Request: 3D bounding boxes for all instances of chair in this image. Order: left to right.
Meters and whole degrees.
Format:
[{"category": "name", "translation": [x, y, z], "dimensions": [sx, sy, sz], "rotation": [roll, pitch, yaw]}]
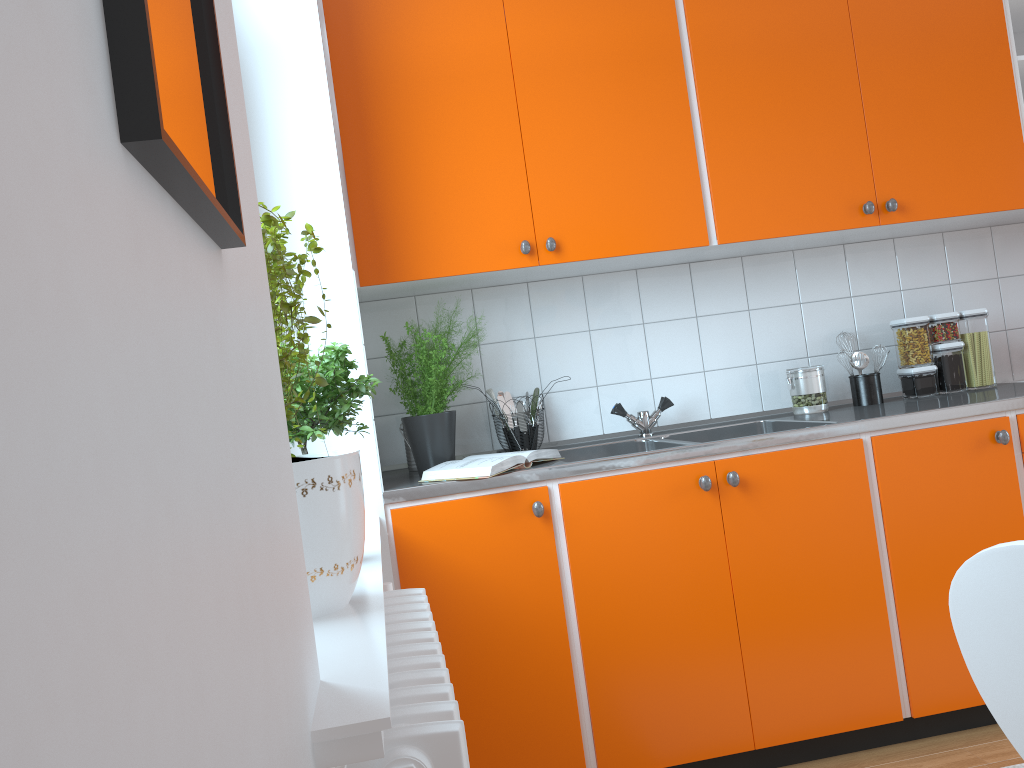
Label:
[{"category": "chair", "translation": [0.841, 0.530, 0.858], "dimensions": [0.640, 0.871, 0.508], "rotation": [-7, -1, -18]}]

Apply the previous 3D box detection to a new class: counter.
[{"category": "counter", "translation": [1.159, 0.111, 2.710], "dimensions": [3.106, 0.132, 0.680], "rotation": [-8, 0, -8]}]

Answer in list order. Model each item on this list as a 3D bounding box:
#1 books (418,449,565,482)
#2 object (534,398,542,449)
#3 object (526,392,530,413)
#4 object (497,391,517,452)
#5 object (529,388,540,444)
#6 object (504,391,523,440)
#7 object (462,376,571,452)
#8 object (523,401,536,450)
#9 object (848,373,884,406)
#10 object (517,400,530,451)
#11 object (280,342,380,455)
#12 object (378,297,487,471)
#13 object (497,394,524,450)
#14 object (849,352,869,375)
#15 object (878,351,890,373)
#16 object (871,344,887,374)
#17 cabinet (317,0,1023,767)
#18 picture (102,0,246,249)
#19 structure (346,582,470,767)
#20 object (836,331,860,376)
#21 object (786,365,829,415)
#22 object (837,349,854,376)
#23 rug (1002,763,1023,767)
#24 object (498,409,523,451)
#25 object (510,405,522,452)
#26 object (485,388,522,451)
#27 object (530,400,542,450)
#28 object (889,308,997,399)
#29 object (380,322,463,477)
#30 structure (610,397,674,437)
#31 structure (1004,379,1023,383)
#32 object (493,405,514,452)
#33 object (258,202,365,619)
[{"category": "books", "translation": [-0.051, 0.209, 2.340], "dimensions": [0.234, 0.040, 0.338], "rotation": [-8, 0, 37]}, {"category": "object", "translation": [0.079, 0.128, 2.807], "dimensions": [0.054, 0.166, 0.021], "rotation": [-7, -1, -31]}, {"category": "object", "translation": [0.055, 0.119, 2.840], "dimensions": [0.017, 0.190, 0.059], "rotation": [-8, -1, 12]}, {"category": "object", "translation": [-0.012, 0.121, 2.841], "dimensions": [0.025, 0.203, 0.055], "rotation": [-7, -1, -26]}, {"category": "object", "translation": [0.064, 0.113, 2.823], "dimensions": [0.074, 0.198, 0.024], "rotation": [-7, -1, -30]}, {"category": "object", "translation": [0.017, 0.119, 2.842], "dimensions": [0.022, 0.198, 0.076], "rotation": [-7, -2, -44]}, {"category": "object", "translation": [0.029, 0.097, 2.795], "dimensions": [0.326, 0.244, 0.175], "rotation": [-7, -1, -31]}, {"category": "object", "translation": [0.055, 0.133, 2.808], "dimensions": [0.020, 0.163, 0.071], "rotation": [-8, -1, -5]}, {"category": "object", "translation": [1.152, 0.021, 2.881], "dimensions": [0.095, 0.105, 0.097], "rotation": [-7, -1, -27]}, {"category": "object", "translation": [0.032, 0.117, 2.820], "dimensions": [0.074, 0.199, 0.135], "rotation": [-7, -1, -28]}, {"category": "object", "translation": [-0.379, 0.122, 1.572], "dimensions": [0.275, 0.407, 0.305], "rotation": [-9, -1, 42]}, {"category": "object", "translation": [-0.223, -0.005, 2.686], "dimensions": [0.324, 0.512, 0.284], "rotation": [-8, -1, -13]}, {"category": "object", "translation": [-0.002, 0.125, 2.826], "dimensions": [0.024, 0.192, 0.089], "rotation": [-7, -2, -42]}, {"category": "object", "translation": [1.117, -0.015, 2.856], "dimensions": [0.052, 0.177, 0.087], "rotation": [-8, -1, 1]}, {"category": "object", "translation": [1.188, -0.022, 2.870], "dimensions": [0.034, 0.164, 0.118], "rotation": [-7, -1, -28]}, {"category": "object", "translation": [1.171, -0.060, 2.838], "dimensions": [0.044, 0.131, 0.076], "rotation": [-7, -1, -16]}, {"category": "cabinet", "translation": [1.115, -0.242, 2.701], "dimensions": [3.107, 2.349, 0.704], "rotation": [-8, -1, -8]}, {"category": "picture", "translation": [-0.194, -0.256, 0.490], "dimensions": [0.017, 0.322, 0.246], "rotation": [-8, -1, -9]}, {"category": "structure", "translation": [-0.231, 0.714, 1.706], "dimensions": [0.205, 0.660, 1.661], "rotation": [-8, -1, -9]}, {"category": "object", "translation": [1.154, -0.058, 2.943], "dimensions": [0.063, 0.251, 0.185], "rotation": [-8, -1, -7]}, {"category": "object", "translation": [0.956, 0.019, 2.864], "dimensions": [0.118, 0.150, 0.116], "rotation": [-8, -1, 26]}, {"category": "object", "translation": [1.105, -0.021, 2.882], "dimensions": [0.045, 0.190, 0.106], "rotation": [-9, -2, 44]}, {"category": "rug", "translation": [1.337, 0.903, 1.819], "dimensions": [1.673, 0.009, 0.679], "rotation": [-8, 0, -8]}, {"category": "object", "translation": [-0.005, 0.149, 2.796], "dimensions": [0.019, 0.146, 0.110], "rotation": [-7, -1, -28]}, {"category": "object", "translation": [0.015, 0.142, 2.813], "dimensions": [0.020, 0.153, 0.085], "rotation": [-8, -1, -2]}, {"category": "object", "translation": [-0.022, 0.116, 2.741], "dimensions": [0.098, 0.218, 0.018], "rotation": [-8, -1, -8]}, {"category": "object", "translation": [0.075, 0.132, 2.786], "dimensions": [0.077, 0.158, 0.021], "rotation": [-7, -2, -40]}, {"category": "object", "translation": [1.422, -0.101, 2.918], "dimensions": [0.301, 0.261, 0.094], "rotation": [-8, -1, -8]}, {"category": "object", "translation": [-0.241, 0.040, 2.457], "dimensions": [0.193, 0.432, 0.155], "rotation": [-8, -1, 16]}, {"category": "structure", "translation": [0.421, 0.108, 2.837], "dimensions": [0.201, 0.116, 0.049], "rotation": [-8, -1, -8]}, {"category": "structure", "translation": [2.082, 0.376, 2.790], "dimensions": [0.619, 0.865, 0.732], "rotation": [-8, -1, -8]}, {"category": "object", "translation": [-0.025, 0.144, 2.805], "dimensions": [0.020, 0.163, 0.071], "rotation": [-7, -1, -39]}, {"category": "object", "translation": [-0.329, 0.030, 1.227], "dimensions": [0.214, 0.574, 0.389], "rotation": [-7, -1, -28]}]
